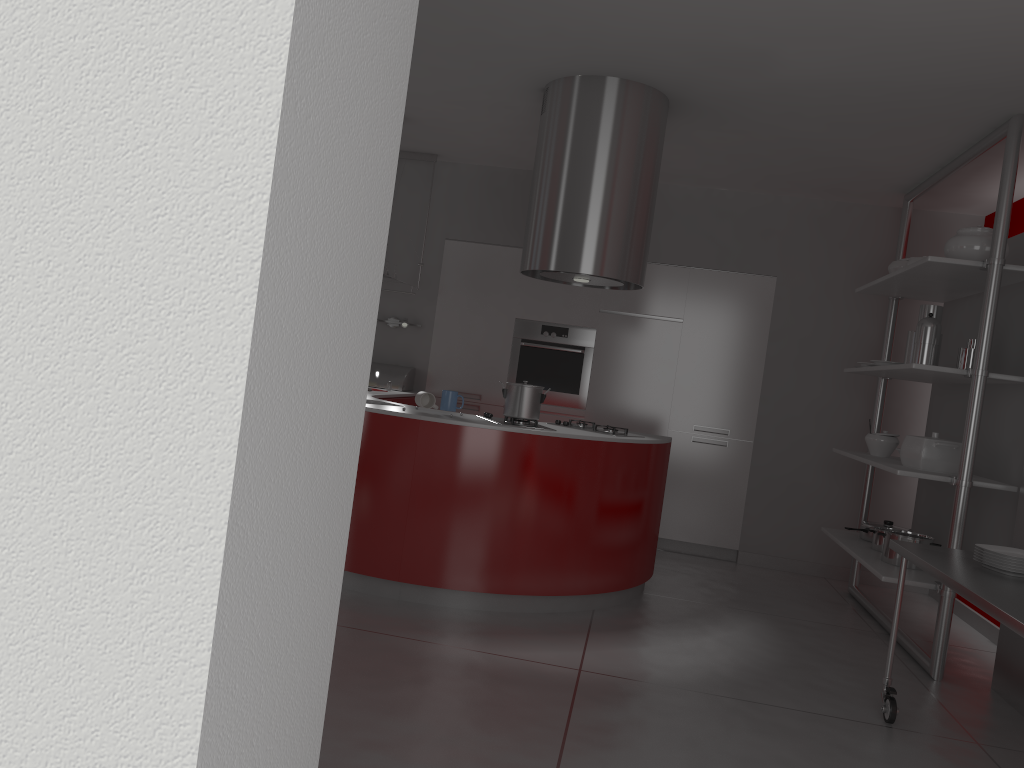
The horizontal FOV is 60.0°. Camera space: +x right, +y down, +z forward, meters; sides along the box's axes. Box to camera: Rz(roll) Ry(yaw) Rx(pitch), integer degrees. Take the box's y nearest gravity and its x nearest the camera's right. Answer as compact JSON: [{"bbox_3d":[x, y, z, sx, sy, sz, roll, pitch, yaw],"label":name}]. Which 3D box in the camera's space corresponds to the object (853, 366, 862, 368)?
[{"bbox_3d":[2.239,-0.084,5.435,0.280,0.015,0.280,7,2,-45],"label":"object"}]

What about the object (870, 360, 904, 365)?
[{"bbox_3d":[2.171,-0.099,5.060,0.244,0.042,0.244,8,1,-7],"label":"object"}]

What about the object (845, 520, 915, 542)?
[{"bbox_3d":[2.214,0.883,5.356,0.407,0.130,0.308,8,1,16],"label":"object"}]

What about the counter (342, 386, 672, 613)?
[{"bbox_3d":[-0.654,0.536,5.285,2.865,0.880,1.868,9,2,42],"label":"counter"}]

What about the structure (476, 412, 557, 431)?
[{"bbox_3d":[0.017,0.181,4.469,0.303,0.037,0.457,7,1,-17],"label":"structure"}]

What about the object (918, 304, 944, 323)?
[{"bbox_3d":[2.143,-0.239,4.575,0.110,0.329,0.109,8,1,6],"label":"object"}]

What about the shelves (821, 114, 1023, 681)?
[{"bbox_3d":[2.246,0.069,4.875,0.535,2.599,1.735,8,1,8],"label":"shelves"}]

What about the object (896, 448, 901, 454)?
[{"bbox_3d":[2.300,0.418,4.989,0.272,0.072,0.272,7,1,-28],"label":"object"}]

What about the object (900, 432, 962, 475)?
[{"bbox_3d":[2.148,0.345,4.524,0.235,0.197,0.282,8,1,-2],"label":"object"}]

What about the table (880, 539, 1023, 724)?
[{"bbox_3d":[1.695,1.005,2.707,0.749,0.682,1.627,8,1,10],"label":"table"}]

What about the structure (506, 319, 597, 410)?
[{"bbox_3d":[0.277,-0.145,6.438,0.599,0.589,0.050,8,1,8],"label":"structure"}]

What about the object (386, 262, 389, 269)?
[{"bbox_3d":[-0.883,-0.786,6.262,0.060,0.141,0.060,8,1,8],"label":"object"}]

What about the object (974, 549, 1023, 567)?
[{"bbox_3d":[1.766,0.622,3.114,0.228,0.020,0.228,8,1,-10],"label":"object"}]

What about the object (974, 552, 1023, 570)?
[{"bbox_3d":[1.764,0.632,3.114,0.228,0.020,0.228,8,1,-10],"label":"object"}]

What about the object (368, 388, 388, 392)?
[{"bbox_3d":[-0.958,0.035,5.935,0.168,0.006,0.266,9,1,35],"label":"object"}]

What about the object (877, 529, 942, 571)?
[{"bbox_3d":[2.061,0.862,4.621,0.259,0.161,0.240,8,1,-9],"label":"object"}]

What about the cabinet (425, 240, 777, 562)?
[{"bbox_3d":[0.590,0.097,6.711,2.398,2.026,0.614,8,1,8],"label":"cabinet"}]

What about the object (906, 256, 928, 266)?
[{"bbox_3d":[2.336,-0.648,5.031,0.192,0.153,0.192,8,1,22],"label":"object"}]

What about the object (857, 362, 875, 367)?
[{"bbox_3d":[2.241,-0.097,5.434,0.244,0.042,0.244,8,1,-7],"label":"object"}]

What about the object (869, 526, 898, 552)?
[{"bbox_3d":[2.128,0.883,4.998,0.196,0.122,0.182,7,1,-34],"label":"object"}]

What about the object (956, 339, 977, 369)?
[{"bbox_3d":[2.227,-0.135,4.293,0.127,0.157,0.127,8,1,19],"label":"object"}]

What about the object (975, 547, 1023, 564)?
[{"bbox_3d":[1.767,0.611,3.114,0.228,0.020,0.228,8,1,-10],"label":"object"}]

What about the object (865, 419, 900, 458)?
[{"bbox_3d":[2.207,0.327,5.285,0.192,0.214,0.192,8,1,-5],"label":"object"}]

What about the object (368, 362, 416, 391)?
[{"bbox_3d":[-0.945,-0.062,6.470,0.400,0.170,0.300,8,1,8],"label":"object"}]

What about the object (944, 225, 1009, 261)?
[{"bbox_3d":[2.300,-0.674,4.394,0.287,0.222,0.287,7,1,-37],"label":"object"}]

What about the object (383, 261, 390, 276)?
[{"bbox_3d":[-0.874,-0.782,6.161,0.060,0.141,0.060,8,1,8],"label":"object"}]

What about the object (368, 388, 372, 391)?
[{"bbox_3d":[-0.948,0.031,5.878,0.041,0.008,0.375,7,1,-15],"label":"object"}]

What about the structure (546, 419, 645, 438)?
[{"bbox_3d":[0.451,0.233,4.776,0.457,0.037,0.303,9,1,38],"label":"structure"}]

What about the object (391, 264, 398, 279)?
[{"bbox_3d":[-0.840,-0.781,6.340,0.060,0.141,0.060,8,1,8],"label":"object"}]

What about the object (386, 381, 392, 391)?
[{"bbox_3d":[-0.852,0.015,6.150,0.042,0.066,0.043,8,1,22],"label":"object"}]

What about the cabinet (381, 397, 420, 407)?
[{"bbox_3d":[-0.569,0.510,5.545,1.025,0.761,1.875,7,1,-36],"label":"cabinet"}]

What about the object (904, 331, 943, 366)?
[{"bbox_3d":[2.207,-0.173,4.770,0.172,0.205,0.184,8,1,14],"label":"object"}]

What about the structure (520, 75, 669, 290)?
[{"bbox_3d":[0.422,-1.003,4.574,0.644,0.958,0.644,7,1,-25],"label":"structure"}]

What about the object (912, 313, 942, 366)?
[{"bbox_3d":[2.065,-0.218,4.411,0.115,0.274,0.115,8,1,1],"label":"object"}]

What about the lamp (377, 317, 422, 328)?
[{"bbox_3d":[-0.895,-0.459,6.549,0.454,0.081,0.155,8,1,8],"label":"lamp"}]

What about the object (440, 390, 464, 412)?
[{"bbox_3d":[-0.302,0.086,4.462,0.109,0.100,0.080,7,1,-18],"label":"object"}]

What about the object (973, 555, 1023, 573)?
[{"bbox_3d":[1.763,0.642,3.115,0.228,0.020,0.228,8,1,-10],"label":"object"}]

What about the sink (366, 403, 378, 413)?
[{"bbox_3d":[-0.803,0.193,4.612,0.428,0.172,0.326,7,2,-43],"label":"sink"}]

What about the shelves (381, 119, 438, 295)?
[{"bbox_3d":[-0.892,-1.175,5.981,0.462,1.023,0.934,8,1,8],"label":"shelves"}]

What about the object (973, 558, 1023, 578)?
[{"bbox_3d":[1.762,0.652,3.115,0.228,0.020,0.228,8,1,-10],"label":"object"}]

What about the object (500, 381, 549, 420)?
[{"bbox_3d":[0.056,0.076,4.371,0.218,0.185,0.189,7,1,-29],"label":"object"}]

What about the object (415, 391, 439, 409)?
[{"bbox_3d":[-0.416,0.081,4.399,0.109,0.080,0.100,7,1,-22],"label":"object"}]

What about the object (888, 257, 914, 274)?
[{"bbox_3d":[2.383,-0.666,5.335,0.231,0.191,0.231,7,2,-41],"label":"object"}]

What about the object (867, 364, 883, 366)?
[{"bbox_3d":[2.169,-0.086,5.060,0.280,0.015,0.280,9,1,38],"label":"object"}]

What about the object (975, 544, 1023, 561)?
[{"bbox_3d":[1.769,0.601,3.114,0.228,0.020,0.228,8,1,-10],"label":"object"}]
